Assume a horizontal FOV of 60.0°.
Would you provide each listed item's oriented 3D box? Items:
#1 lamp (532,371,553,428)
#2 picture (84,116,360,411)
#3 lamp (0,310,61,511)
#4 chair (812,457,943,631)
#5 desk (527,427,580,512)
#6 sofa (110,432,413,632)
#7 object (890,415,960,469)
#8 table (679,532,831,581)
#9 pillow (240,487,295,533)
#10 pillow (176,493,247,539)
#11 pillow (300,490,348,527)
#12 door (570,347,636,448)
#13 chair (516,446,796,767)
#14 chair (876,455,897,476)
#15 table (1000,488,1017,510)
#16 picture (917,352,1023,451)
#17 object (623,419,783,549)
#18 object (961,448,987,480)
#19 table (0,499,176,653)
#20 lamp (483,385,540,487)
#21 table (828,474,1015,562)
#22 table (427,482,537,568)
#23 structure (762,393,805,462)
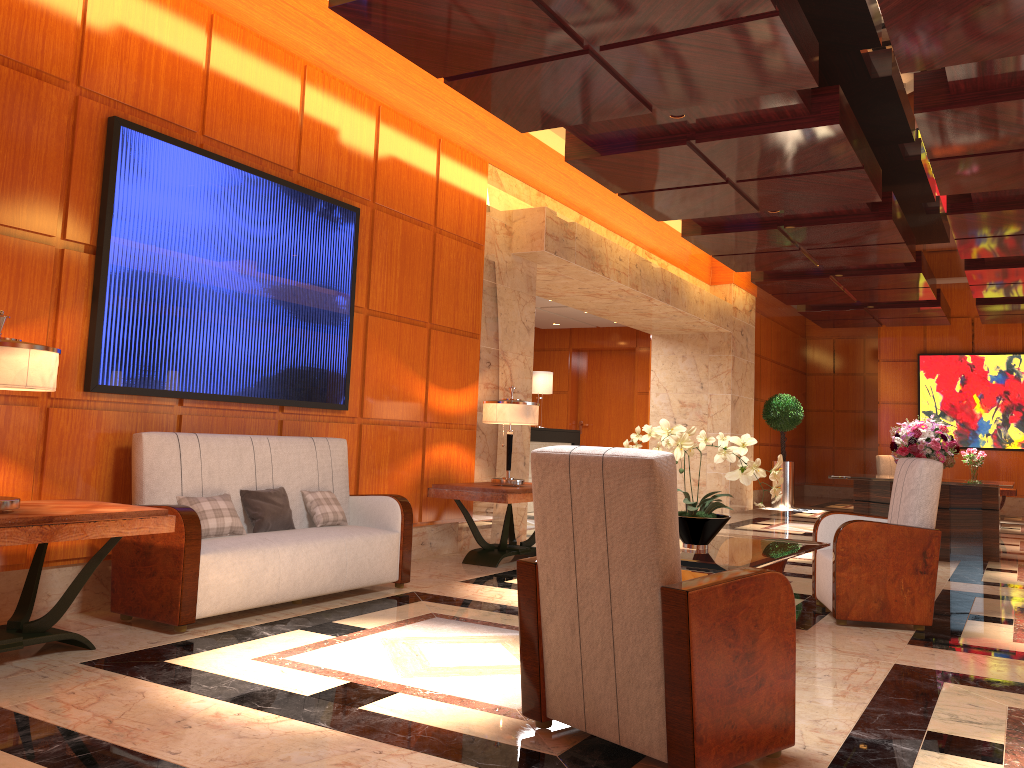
[{"bbox_3d":[0.398,0.235,12.921,0.372,0.823,0.372,6,-7,-35],"label":"lamp"},{"bbox_3d":[-1.641,-0.612,5.450,0.056,1.458,1.990,-1,-5,30],"label":"picture"},{"bbox_3d":[-2.087,0.096,3.553,0.458,0.797,0.457,3,-5,-8],"label":"lamp"},{"bbox_3d":[2.198,0.918,5.362,0.628,0.964,0.735,2,-5,9],"label":"chair"},{"bbox_3d":[-0.141,1.148,12.106,0.941,1.145,2.916,0,-5,30],"label":"desk"},{"bbox_3d":[-1.341,0.768,5.094,0.612,0.936,1.793,-1,-5,31],"label":"sofa"},{"bbox_3d":[4.234,0.642,9.102,0.650,0.661,0.677,1,-5,21],"label":"object"},{"bbox_3d":[0.992,1.049,4.319,0.722,0.498,1.555,0,-5,33],"label":"table"},{"bbox_3d":[-1.409,0.728,5.115,0.160,0.254,0.356,0,-5,27],"label":"pillow"},{"bbox_3d":[-1.601,0.705,4.726,0.195,0.228,0.343,-1,-5,35],"label":"pillow"},{"bbox_3d":[-1.156,0.776,5.481,0.202,0.230,0.272,-1,-5,33],"label":"pillow"},{"bbox_3d":[1.689,0.698,16.100,1.285,2.707,0.339,-1,-7,30],"label":"door"},{"bbox_3d":[0.453,0.696,2.946,0.627,0.964,0.737,7,-7,-41],"label":"chair"},{"bbox_3d":[6.921,1.762,15.844,0.737,0.964,0.626,3,-5,-11],"label":"chair"},{"bbox_3d":[6.992,1.838,13.445,1.167,0.536,0.722,0,-5,30],"label":"table"},{"bbox_3d":[8.386,0.308,15.924,1.996,1.743,0.056,0,-6,30],"label":"picture"},{"bbox_3d":[0.907,0.484,4.302,0.788,0.620,0.416,2,-5,7],"label":"object"},{"bbox_3d":[7.043,1.275,13.521,0.326,0.598,0.350,7,-7,-40],"label":"object"},{"bbox_3d":[-2.142,0.815,3.573,0.725,0.609,1.266,0,-5,30],"label":"table"},{"bbox_3d":[-0.016,0.411,7.125,0.458,0.813,0.457,-2,-7,39],"label":"lamp"},{"bbox_3d":[4.213,1.345,9.048,1.600,0.748,1.595,0,-5,30],"label":"table"},{"bbox_3d":[-0.037,1.127,7.204,0.725,0.609,1.266,0,-5,30],"label":"table"},{"bbox_3d":[4.676,1.003,15.311,0.721,1.719,0.719,2,-6,8],"label":"structure"}]
